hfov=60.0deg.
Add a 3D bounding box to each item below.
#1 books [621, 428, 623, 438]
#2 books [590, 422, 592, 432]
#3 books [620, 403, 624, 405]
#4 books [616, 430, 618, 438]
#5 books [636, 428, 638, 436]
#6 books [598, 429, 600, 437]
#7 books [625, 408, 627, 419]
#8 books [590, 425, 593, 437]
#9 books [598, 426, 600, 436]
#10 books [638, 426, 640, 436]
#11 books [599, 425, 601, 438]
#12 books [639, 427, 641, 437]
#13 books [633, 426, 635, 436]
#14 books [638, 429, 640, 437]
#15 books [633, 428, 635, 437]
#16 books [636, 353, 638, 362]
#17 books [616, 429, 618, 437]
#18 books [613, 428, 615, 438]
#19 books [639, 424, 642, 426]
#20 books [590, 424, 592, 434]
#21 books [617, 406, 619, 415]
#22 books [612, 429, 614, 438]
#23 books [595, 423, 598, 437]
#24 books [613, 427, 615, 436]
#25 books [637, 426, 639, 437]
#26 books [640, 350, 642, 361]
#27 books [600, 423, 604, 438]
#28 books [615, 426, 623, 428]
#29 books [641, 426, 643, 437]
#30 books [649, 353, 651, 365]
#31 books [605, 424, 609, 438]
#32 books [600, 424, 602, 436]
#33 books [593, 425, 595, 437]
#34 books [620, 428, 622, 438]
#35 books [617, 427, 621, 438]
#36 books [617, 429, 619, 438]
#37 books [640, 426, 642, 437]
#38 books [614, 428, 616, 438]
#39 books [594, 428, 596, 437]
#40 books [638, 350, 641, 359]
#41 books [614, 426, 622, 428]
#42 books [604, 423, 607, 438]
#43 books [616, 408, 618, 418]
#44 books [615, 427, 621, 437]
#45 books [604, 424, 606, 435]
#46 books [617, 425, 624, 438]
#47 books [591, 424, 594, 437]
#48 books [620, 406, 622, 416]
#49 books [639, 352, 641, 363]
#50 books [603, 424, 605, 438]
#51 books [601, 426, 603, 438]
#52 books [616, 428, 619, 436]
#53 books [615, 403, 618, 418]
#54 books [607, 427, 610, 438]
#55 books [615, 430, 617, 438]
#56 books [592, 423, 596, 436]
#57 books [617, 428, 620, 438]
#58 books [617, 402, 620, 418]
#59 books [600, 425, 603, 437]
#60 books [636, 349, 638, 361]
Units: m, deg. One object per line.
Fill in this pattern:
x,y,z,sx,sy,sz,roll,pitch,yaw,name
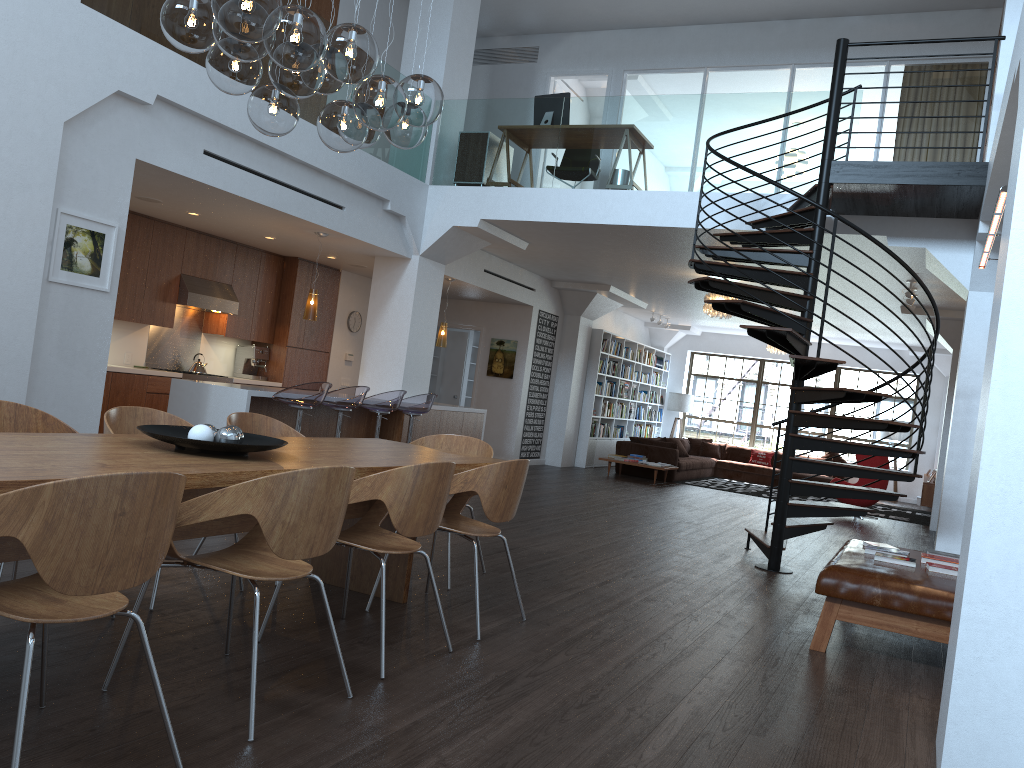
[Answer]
2.052,0.929,17.059,0.146,0.202,0.027,7,0,25,books
1.276,0.772,15.433,0.198,0.284,0.049,7,0,25,books
2.033,0.500,16.914,0.176,0.290,0.036,7,0,25,books
1.946,0.933,16.807,0.106,0.162,0.032,7,0,25,books
2.438,0.977,17.865,0.161,0.223,0.026,7,0,25,books
1.485,0.820,15.865,0.160,0.251,0.031,7,0,25,books
2.128,0.548,17.111,0.161,0.223,0.026,7,0,25,books
1.318,0.809,15.490,0.161,0.223,0.032,7,0,25,books
1.463,0.800,15.832,0.198,0.284,0.049,7,0,25,books
2.485,0.968,17.972,0.183,0.253,0.034,7,0,25,books
1.505,0.837,15.889,0.161,0.223,0.032,7,0,25,books
2.527,0.982,18.086,0.174,0.240,0.045,7,0,25,books
2.344,0.954,17.700,0.174,0.240,0.045,7,0,25,books
2.501,0.974,18.014,0.171,0.246,0.057,7,0,25,books
2.367,0.966,17.727,0.161,0.223,0.026,7,0,25,books
2.385,-0.553,17.367,0.174,0.236,0.136,7,0,25,books
1.929,0.929,16.786,0.120,0.167,0.020,7,0,25,books
1.863,0.913,16.655,0.128,0.178,0.022,7,0,25,books
2.564,0.962,18.152,0.176,0.290,0.036,7,0,25,books
1.299,0.792,15.466,0.160,0.251,0.031,7,0,25,books
1.907,0.514,16.627,0.161,0.223,0.026,7,0,25,books
1.821,0.900,16.570,0.139,0.191,0.036,7,0,25,books
1.413,0.808,15.709,0.180,0.251,0.048,7,0,25,books
1.849,0.900,16.639,0.127,0.200,0.020,7,0,25,books
2.467,0.966,17.943,0.183,0.253,0.034,7,0,25,books
2.471,-0.548,17.550,0.160,0.251,0.039,7,0,25,books
1.565,0.829,16.034,0.183,0.253,0.042,7,0,25,books
2.053,0.928,17.102,0.144,0.207,0.048,7,0,25,books
2.583,0.980,18.195,0.180,0.259,0.060,7,0,25,books
2.735,-0.511,18.113,0.183,0.253,0.034,7,0,25,books
1.669,0.846,16.248,0.183,0.253,0.042,7,0,25,books
1.515,0.834,15.933,0.176,0.231,0.053,7,0,25,books
1.373,0.817,15.595,0.161,0.223,0.032,7,0,25,books
2.021,0.925,16.983,0.146,0.202,0.027,7,0,25,books
2.002,0.922,16.963,0.146,0.202,0.027,7,0,25,books
1.957,0.932,16.853,0.122,0.169,0.023,7,0,25,books
2.555,0.979,18.117,0.183,0.253,0.034,7,0,25,books
1.875,0.912,16.701,0.134,0.184,0.030,7,0,25,books
1.393,0.820,15.667,0.161,0.223,0.033,7,0,25,books
2.440,-0.553,17.491,0.160,0.251,0.031,7,0,25,books
2.024,0.926,17.042,0.146,0.202,0.027,7,0,25,books
1.628,0.837,16.172,0.180,0.259,0.042,7,0,25,books
1.896,0.499,16.605,0.160,0.250,0.026,7,0,25,books
1.992,0.926,16.931,0.139,0.191,0.036,7,0,25,books
1.613,0.839,16.135,0.160,0.251,0.039,7,0,25,books
2.086,0.920,17.138,0.140,0.231,0.042,7,0,25,books
1.338,0.803,15.529,0.174,0.240,0.054,7,0,25,books
1.988,0.527,16.813,0.161,0.223,0.027,7,0,25,books
2.460,-0.536,17.515,0.161,0.223,0.032,7,0,25,books
1.598,0.839,16.099,0.171,0.246,0.039,7,0,25,books
1.555,0.853,15.996,0.161,0.223,0.030,7,0,25,books
1.969,0.932,16.879,0.126,0.173,0.032,7,0,25,books
1.865,0.478,16.570,0.198,0.284,0.066,7,0,25,books
1.705,0.861,16.330,0.174,0.236,0.142,7,0,25,books
1.914,0.933,16.751,0.110,0.153,0.019,7,0,25,books
1.378,0.803,15.635,0.183,0.253,0.042,7,0,25,books
1.982,0.931,16.903,0.128,0.178,0.021,7,0,25,books
1.920,0.483,16.667,0.176,0.290,0.053,7,0,25,books
1.539,0.842,15.969,0.161,0.223,0.033,7,0,25,books
2.350,-0.568,17.288,0.183,0.253,0.042,7,0,25,books
